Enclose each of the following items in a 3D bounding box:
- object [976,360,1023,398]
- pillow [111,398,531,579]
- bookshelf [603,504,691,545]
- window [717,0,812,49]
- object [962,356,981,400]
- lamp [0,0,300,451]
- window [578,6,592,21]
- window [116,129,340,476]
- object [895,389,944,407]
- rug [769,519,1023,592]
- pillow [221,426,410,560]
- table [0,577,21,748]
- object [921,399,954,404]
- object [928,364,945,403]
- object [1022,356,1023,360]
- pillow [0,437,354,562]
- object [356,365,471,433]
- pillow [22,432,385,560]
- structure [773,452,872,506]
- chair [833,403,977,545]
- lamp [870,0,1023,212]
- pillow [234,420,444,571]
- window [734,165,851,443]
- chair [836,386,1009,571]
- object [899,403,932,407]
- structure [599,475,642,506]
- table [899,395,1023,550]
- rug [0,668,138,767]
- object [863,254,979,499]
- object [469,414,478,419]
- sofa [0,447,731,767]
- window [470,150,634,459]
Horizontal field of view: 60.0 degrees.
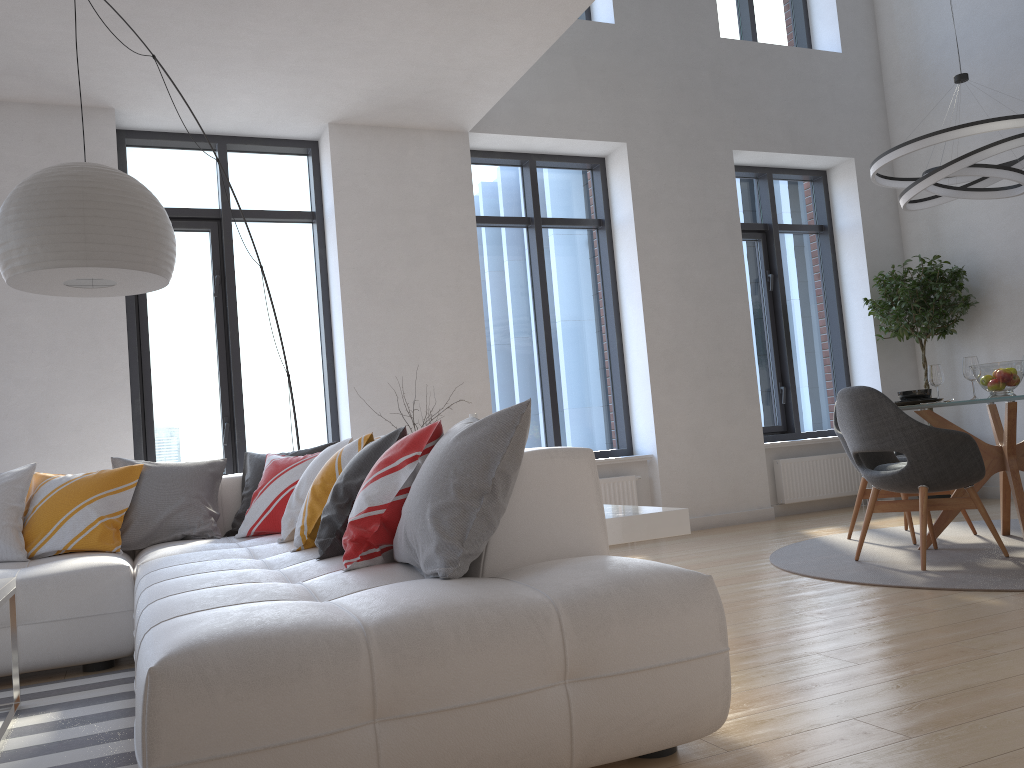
[{"bbox_3d":[2.556,-0.017,4.645,0.278,0.184,0.278,-4,-4,-15],"label":"object"},{"bbox_3d":[-0.938,0.416,3.280,0.647,0.453,2.953,-2,-5,-36],"label":"pillow"},{"bbox_3d":[-0.095,0.780,3.890,0.356,0.500,2.600,-3,-5,-23],"label":"bookshelf"},{"bbox_3d":[2.040,-4.034,8.029,1.310,2.402,0.170,-3,-5,-23],"label":"window"},{"bbox_3d":[2.315,-0.027,4.457,0.083,0.220,0.083,-8,-5,38],"label":"object"},{"bbox_3d":[-1.285,-0.153,4.490,0.710,2.647,3.199,-6,-4,12],"label":"lamp"},{"bbox_3d":[-0.066,-3.918,7.114,1.310,2.402,0.170,-3,-5,-23],"label":"window"},{"bbox_3d":[-1.883,-0.473,5.955,1.310,2.402,0.170,-3,-5,-23],"label":"window"},{"bbox_3d":[2.032,0.070,4.467,0.258,0.074,0.258,-1,-6,-43],"label":"object"},{"bbox_3d":[2.622,0.840,4.574,2.499,0.010,2.499,-8,-5,39],"label":"rug"},{"bbox_3d":[-0.807,0.447,3.796,0.608,0.436,2.120,-3,-5,-28],"label":"pillow"},{"bbox_3d":[-1.961,0.847,2.295,1.091,0.435,1.091,-3,-5,-23],"label":"table"},{"bbox_3d":[2.049,0.098,4.460,0.206,0.015,0.309,-4,-4,-19],"label":"object"},{"bbox_3d":[2.354,0.003,4.914,0.083,0.220,0.083,-7,-5,27],"label":"object"},{"bbox_3d":[2.794,-0.047,4.764,0.083,0.220,0.083,-7,-5,27],"label":"object"},{"bbox_3d":[-1.683,0.525,3.848,2.156,0.456,0.580,-5,-4,2],"label":"pillow"},{"bbox_3d":[-0.453,0.244,4.698,0.607,0.744,0.406,-6,-4,16],"label":"object"},{"bbox_3d":[-1.375,0.510,3.765,2.095,0.440,0.630,-7,-5,23],"label":"pillow"},{"bbox_3d":[2.623,0.819,7.380,1.015,0.460,0.110,-3,-5,-23],"label":"structure"},{"bbox_3d":[2.307,0.477,5.335,0.655,0.891,0.619,-3,-5,-22],"label":"chair"},{"bbox_3d":[2.272,-3.222,4.873,1.000,4.513,1.000,-3,-5,-22],"label":"lamp"},{"bbox_3d":[-0.670,0.440,3.498,0.575,0.449,2.250,-3,-5,-26],"label":"pillow"},{"bbox_3d":[2.329,-0.706,7.784,1.310,2.402,0.170,-3,-5,-23],"label":"window"},{"bbox_3d":[1.992,0.437,4.424,0.619,0.891,0.655,-4,-4,-17],"label":"chair"},{"bbox_3d":[2.046,0.107,4.468,0.360,0.002,0.360,-6,-4,19],"label":"object"},{"bbox_3d":[0.518,0.935,6.466,1.015,0.460,0.110,-3,-5,-23],"label":"structure"},{"bbox_3d":[2.584,0.456,4.611,1.499,0.764,1.499,-2,-5,-34],"label":"table"},{"bbox_3d":[-1.739,1.037,2.114,1.662,0.016,2.326,-3,-5,-24],"label":"rug"},{"bbox_3d":[3.374,-0.051,7.197,0.813,2.019,0.801,-3,-4,-20],"label":"object"},{"bbox_3d":[-0.174,0.334,3.869,0.319,0.398,0.316,-5,-4,0],"label":"object"},{"bbox_3d":[-1.363,0.714,3.071,2.614,0.732,3.424,-3,-5,-24],"label":"sofa"},{"bbox_3d":[0.224,-0.590,6.870,1.310,2.402,0.170,-3,-5,-23],"label":"window"}]
